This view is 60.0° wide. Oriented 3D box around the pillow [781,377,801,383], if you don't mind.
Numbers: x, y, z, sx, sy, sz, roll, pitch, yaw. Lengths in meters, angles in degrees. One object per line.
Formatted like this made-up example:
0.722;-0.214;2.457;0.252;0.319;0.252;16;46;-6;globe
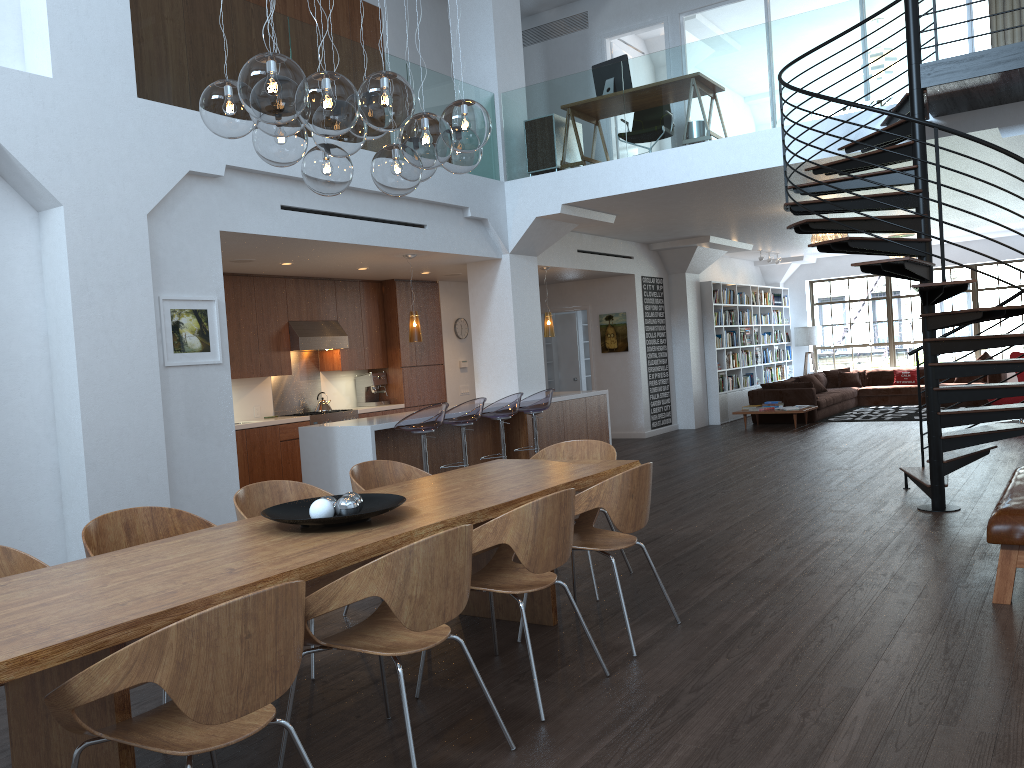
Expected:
4.729;0.081;14.813;0.269;0.411;0.559;-4;2;-11;pillow

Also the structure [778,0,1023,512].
3.109;-1.219;6.704;1.998;4.352;1.998;-4;2;-6;structure

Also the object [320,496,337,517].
-0.769;0.515;3.693;0.100;0.100;0.100;-4;2;-12;object

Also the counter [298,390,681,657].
-0.462;0.734;8.123;3.039;0.860;8.182;-4;2;4;counter

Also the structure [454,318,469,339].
-0.724;-0.794;12.702;0.040;0.300;0.300;-3;2;33;structure

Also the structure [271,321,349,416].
-2.432;-0.198;10.723;0.529;1.110;0.811;-3;2;33;structure

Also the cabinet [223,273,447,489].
-2.636;-0.007;10.328;0.598;2.499;5.299;-3;2;33;cabinet

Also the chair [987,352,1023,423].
6.937;0.028;12.114;0.798;1.006;0.801;-5;2;-31;chair

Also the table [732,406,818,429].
4.154;0.531;13.965;1.100;0.271;0.853;-3;2;33;table

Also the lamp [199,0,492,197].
-0.734;-1.920;3.867;0.849;2.140;1.787;-3;2;32;lamp

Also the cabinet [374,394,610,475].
-0.337;0.691;9.983;0.898;0.796;4.493;-3;2;33;cabinet

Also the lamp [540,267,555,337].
0.457;-1.057;11.478;0.149;0.900;0.149;-4;2;-12;lamp

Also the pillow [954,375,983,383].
8.272;-0.195;16.034;0.248;0.362;0.542;-5;2;-36;pillow

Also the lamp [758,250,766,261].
4.510;-2.323;16.061;0.120;0.211;0.111;-5;2;-22;lamp

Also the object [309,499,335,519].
-0.769;0.515;3.590;0.100;0.100;0.100;-4;2;-12;object

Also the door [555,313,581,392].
0.806;-0.171;15.234;0.826;2.032;0.174;-3;2;33;door

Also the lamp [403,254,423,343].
0.222;-1.437;9.591;2.842;1.807;0.149;-4;2;-17;lamp

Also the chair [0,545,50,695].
-1.852;0.999;3.078;0.618;0.833;0.629;-3;2;33;chair

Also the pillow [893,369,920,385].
7.436;-0.124;16.729;0.465;0.308;0.220;-3;2;29;pillow

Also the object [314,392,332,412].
-2.343;0.216;10.983;0.222;0.235;0.222;-4;2;8;object

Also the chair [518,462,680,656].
0.411;0.802;4.344;0.617;0.830;0.629;-3;2;33;chair

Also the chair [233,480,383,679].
-1.015;0.902;4.357;0.618;0.833;0.629;-3;2;33;chair

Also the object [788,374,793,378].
5.656;-0.156;18.509;0.331;0.088;0.410;-3;2;33;object

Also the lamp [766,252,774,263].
4.787;-2.355;16.484;0.120;0.211;0.111;-4;2;-7;lamp

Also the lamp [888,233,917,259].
6.673;-2.273;15.167;0.442;0.539;0.441;-4;2;-14;lamp

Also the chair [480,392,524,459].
-0.095;0.601;9.007;0.481;1.014;0.530;-3;2;31;chair

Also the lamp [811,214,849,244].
3.909;-1.952;10.939;0.442;0.539;0.441;-4;2;-14;lamp

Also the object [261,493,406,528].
-0.733;0.535;3.679;0.592;0.066;0.592;-4;2;-9;object

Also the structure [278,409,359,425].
-2.308;0.800;10.717;0.662;0.919;0.811;-3;2;33;structure

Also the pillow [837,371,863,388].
6.514;-0.090;17.165;0.489;0.337;0.238;-4;2;3;pillow

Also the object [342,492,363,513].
-0.673;0.502;3.718;0.100;0.100;0.100;-4;2;-12;object

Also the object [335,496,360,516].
-0.672;0.505;3.616;0.100;0.100;0.100;-4;2;-12;object

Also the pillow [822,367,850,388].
6.406;-0.106;17.350;0.580;0.418;0.334;-4;2;6;pillow

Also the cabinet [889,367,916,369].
8.192;-0.028;17.313;1.520;0.625;0.350;-3;2;33;cabinet

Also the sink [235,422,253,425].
-3.077;0.519;9.601;0.440;0.137;0.740;-3;2;33;sink

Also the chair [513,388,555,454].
0.249;0.561;9.533;0.481;1.014;0.530;-3;2;35;chair

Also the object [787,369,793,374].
5.650;-0.244;18.507;0.331;0.088;0.410;-3;2;33;object

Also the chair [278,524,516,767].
-0.414;0.900;3.057;0.618;0.833;0.629;-3;2;33;chair

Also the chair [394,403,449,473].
-0.779;0.681;7.940;0.481;1.014;0.530;-3;2;35;chair

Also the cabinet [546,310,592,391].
0.941;-0.671;15.888;0.527;2.991;2.630;-3;2;33;cabinet

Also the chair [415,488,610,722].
-0.013;0.853;3.706;0.618;0.833;0.629;-3;2;35;chair

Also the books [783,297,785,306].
5.595;-1.703;18.436;0.134;0.184;0.030;-3;2;33;books

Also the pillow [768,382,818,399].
4.619;0.138;14.571;0.750;0.364;0.289;-3;2;33;pillow

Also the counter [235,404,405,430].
-2.857;0.436;9.959;0.600;0.050;4.387;-3;2;33;counter

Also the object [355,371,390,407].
-1.795;0.065;11.687;0.439;0.455;0.284;-3;2;33;object

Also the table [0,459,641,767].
-0.707;0.943;3.687;1.012;0.750;3.803;-3;2;33;table

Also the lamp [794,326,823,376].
6.213;-0.407;18.500;0.545;1.579;0.545;-3;2;22;lamp

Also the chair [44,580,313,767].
-0.851;0.950;2.412;0.618;0.833;0.629;-3;2;33;chair

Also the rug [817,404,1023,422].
7.359;0.433;14.289;4.200;0.007;3.100;-3;2;35;rug

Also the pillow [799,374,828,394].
5.421;0.017;16.065;0.625;0.391;0.325;-5;2;-40;pillow

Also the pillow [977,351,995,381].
8.528;-0.296;16.056;0.651;0.587;0.335;-4;2;12;pillow

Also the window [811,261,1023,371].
8.401;-1.322;17.731;4.648;1.905;0.114;-3;2;33;window

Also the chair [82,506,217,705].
-1.432;0.950;3.719;0.618;0.833;0.629;-3;2;33;chair

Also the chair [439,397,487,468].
-0.457;0.642;8.484;0.481;1.014;0.530;-3;2;31;chair

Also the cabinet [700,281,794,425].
4.450;-0.653;16.846;0.461;2.414;4.500;-3;2;33;cabinet

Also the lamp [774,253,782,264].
5.070;-2.388;16.917;0.120;0.211;0.111;-4;2;7;lamp

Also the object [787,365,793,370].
5.638;-0.331;18.508;0.316;0.088;0.410;-3;2;33;object

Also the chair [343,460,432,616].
-0.574;0.851;4.999;0.618;0.833;0.629;-3;2;31;chair

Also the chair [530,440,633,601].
0.340;0.779;5.295;0.629;0.833;0.618;-3;2;28;chair
